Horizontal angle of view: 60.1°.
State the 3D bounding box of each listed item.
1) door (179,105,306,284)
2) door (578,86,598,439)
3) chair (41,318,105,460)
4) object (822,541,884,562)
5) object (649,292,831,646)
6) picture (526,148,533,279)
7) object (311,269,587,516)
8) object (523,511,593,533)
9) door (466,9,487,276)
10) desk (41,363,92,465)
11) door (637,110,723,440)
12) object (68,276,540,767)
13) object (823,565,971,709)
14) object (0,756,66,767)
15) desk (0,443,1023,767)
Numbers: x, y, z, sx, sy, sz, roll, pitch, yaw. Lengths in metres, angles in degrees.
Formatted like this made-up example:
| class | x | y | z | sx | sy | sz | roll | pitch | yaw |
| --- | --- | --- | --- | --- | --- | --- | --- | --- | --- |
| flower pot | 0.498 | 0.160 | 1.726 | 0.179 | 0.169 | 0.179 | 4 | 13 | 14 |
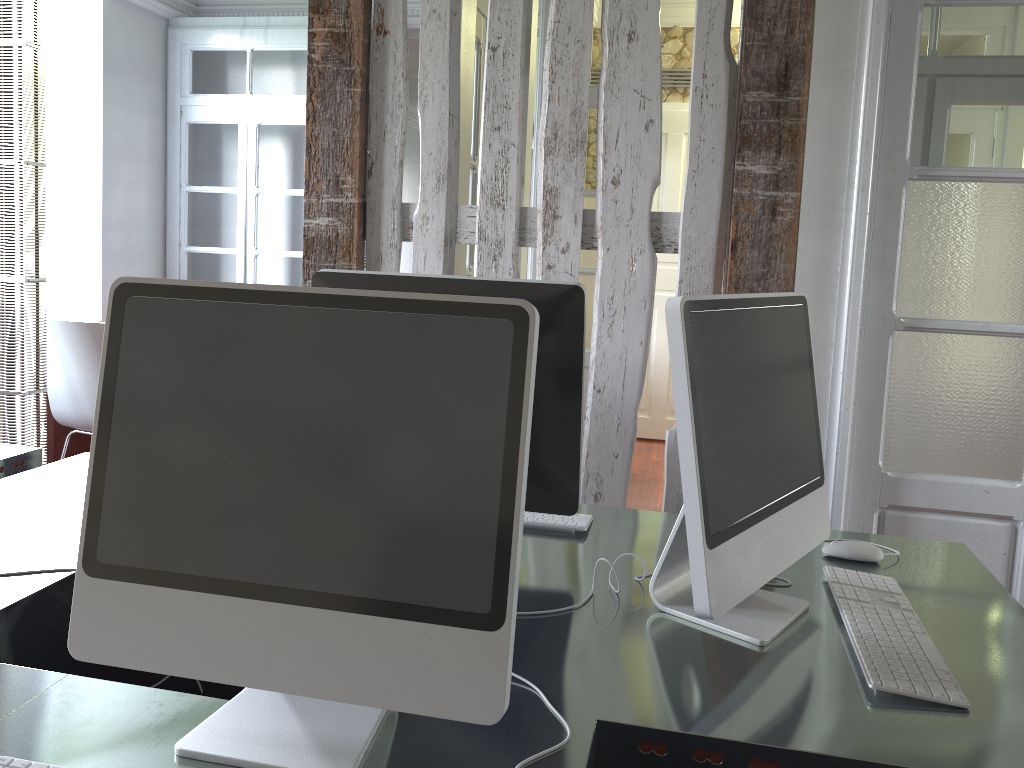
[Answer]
| class | x | y | z | sx | sy | sz | roll | pitch | yaw |
| --- | --- | --- | --- | --- | --- | --- | --- | --- | --- |
| door | -1.891 | -0.869 | 6.310 | 1.161 | 2.170 | 0.041 | 4 | 6 | 12 |
| door | 0.261 | -0.636 | 5.423 | 0.482 | 2.170 | 1.195 | 1 | 6 | -14 |
| chair | -1.631 | 0.168 | 3.754 | 0.475 | 0.914 | 0.605 | 4 | 7 | 12 |
| object | 0.623 | 0.303 | 1.619 | 0.106 | 0.028 | 0.059 | 4 | 8 | 11 |
| object | 0.347 | 0.105 | 1.342 | 0.190 | 0.482 | 0.485 | 7 | 8 | 36 |
| picture | 0.903 | -2.228 | 12.211 | 1.581 | 1.977 | 0.128 | 4 | 6 | 12 |
| object | -0.122 | 0.053 | 1.544 | 0.484 | 0.482 | 0.190 | 4 | 6 | 12 |
| object | -0.061 | 0.256 | 1.778 | 0.439 | 0.017 | 0.119 | 4 | 9 | 12 |
| door | -0.167 | -0.384 | 3.630 | 0.041 | 2.168 | 1.063 | 4 | 6 | 12 |
| desk | -1.660 | 0.145 | 4.735 | 1.446 | 0.650 | 1.722 | 4 | 8 | 12 |
| door | 1.051 | -0.719 | 5.998 | 0.869 | 2.206 | 0.146 | 4 | 6 | 12 |
| object | -0.222 | 0.137 | 0.960 | 0.484 | 0.482 | 0.190 | 4 | 6 | 12 |
| object | 0.547 | 0.354 | 1.301 | 0.118 | 0.017 | 0.441 | 4 | 9 | 11 |
| object | -0.304 | 0.396 | 0.771 | 0.439 | 0.017 | 0.119 | 4 | 9 | 12 |
| desk | -0.488 | 0.669 | 1.396 | 2.509 | 0.724 | 1.308 | 4 | 8 | 12 |
